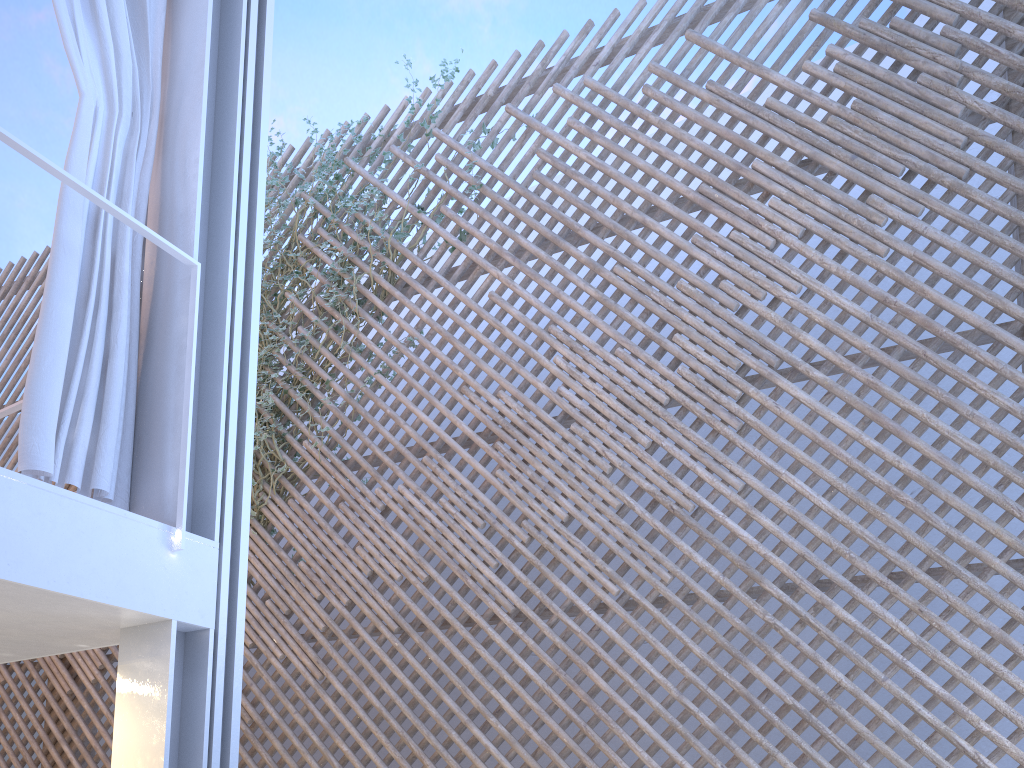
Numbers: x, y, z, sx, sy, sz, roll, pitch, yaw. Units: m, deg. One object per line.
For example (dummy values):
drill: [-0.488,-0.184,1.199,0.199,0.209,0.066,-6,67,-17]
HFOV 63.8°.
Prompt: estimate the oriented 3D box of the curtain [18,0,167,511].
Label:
curtain: [-0.821,-0.965,1.446,0.100,2.194,0.541,-3,-9,27]

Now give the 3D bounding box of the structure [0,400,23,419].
structure: [-1.398,0.363,2.084,1.760,0.509,0.029,-16,-15,30]

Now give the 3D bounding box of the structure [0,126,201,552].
structure: [-0.327,0.102,0.455,1.489,1.610,1.468,-10,-19,30]

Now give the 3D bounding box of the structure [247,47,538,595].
structure: [-0.974,-0.029,3.879,2.408,2.474,0.784,-7,-12,23]
